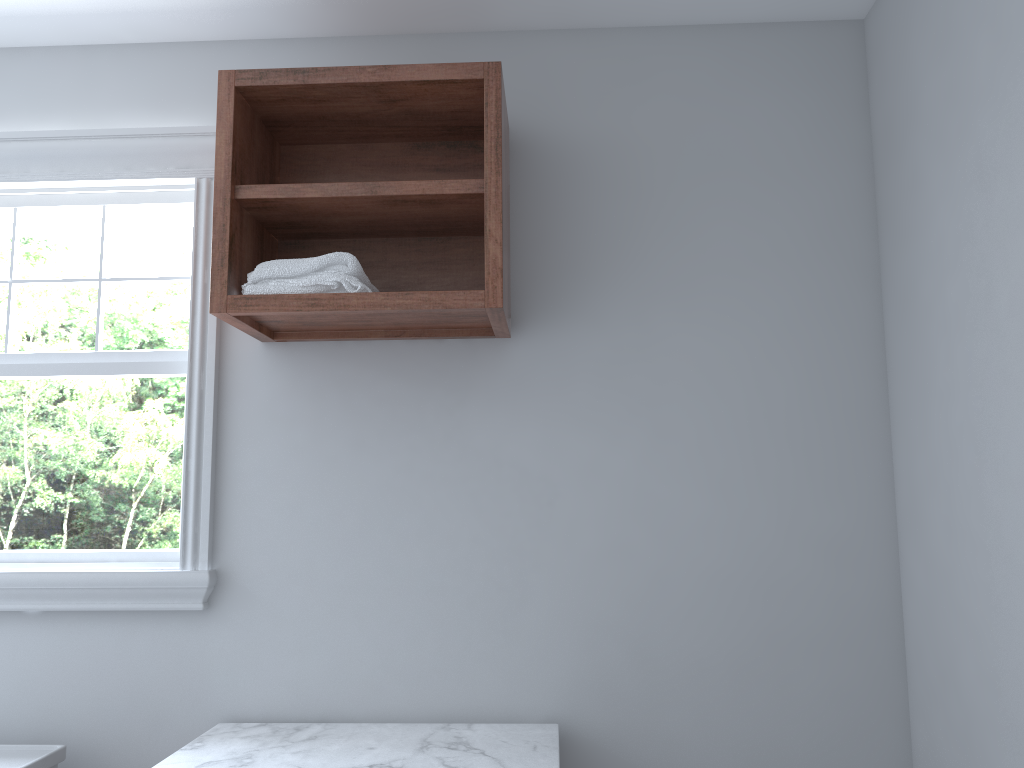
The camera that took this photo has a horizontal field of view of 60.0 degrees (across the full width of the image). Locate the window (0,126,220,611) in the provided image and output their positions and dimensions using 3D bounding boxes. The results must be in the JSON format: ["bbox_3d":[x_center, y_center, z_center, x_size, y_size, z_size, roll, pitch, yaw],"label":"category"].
[{"bbox_3d":[-1.253,-0.046,2.346,1.040,1.248,0.149,-1,-8,3],"label":"window"}]

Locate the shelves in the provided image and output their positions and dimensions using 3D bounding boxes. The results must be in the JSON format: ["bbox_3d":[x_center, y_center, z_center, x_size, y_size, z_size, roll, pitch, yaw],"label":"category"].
[{"bbox_3d":[-0.337,-0.417,2.148,0.647,0.566,0.357,-1,-8,3],"label":"shelves"}]

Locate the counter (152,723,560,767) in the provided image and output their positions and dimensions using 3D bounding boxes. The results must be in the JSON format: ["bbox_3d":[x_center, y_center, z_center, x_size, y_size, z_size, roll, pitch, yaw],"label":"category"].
[{"bbox_3d":[-0.310,1.187,1.828,0.828,0.810,0.539,-1,-8,3],"label":"counter"}]

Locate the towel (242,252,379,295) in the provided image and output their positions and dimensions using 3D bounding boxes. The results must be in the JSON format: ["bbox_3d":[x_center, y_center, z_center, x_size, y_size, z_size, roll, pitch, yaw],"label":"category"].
[{"bbox_3d":[-0.463,-0.223,2.099,0.305,0.112,0.283,-1,-8,3],"label":"towel"}]

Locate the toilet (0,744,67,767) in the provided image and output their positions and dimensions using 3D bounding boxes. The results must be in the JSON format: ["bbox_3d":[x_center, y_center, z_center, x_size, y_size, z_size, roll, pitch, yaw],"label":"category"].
[{"bbox_3d":[-1.314,1.174,1.715,0.490,0.727,0.722,-1,-8,3],"label":"toilet"}]
